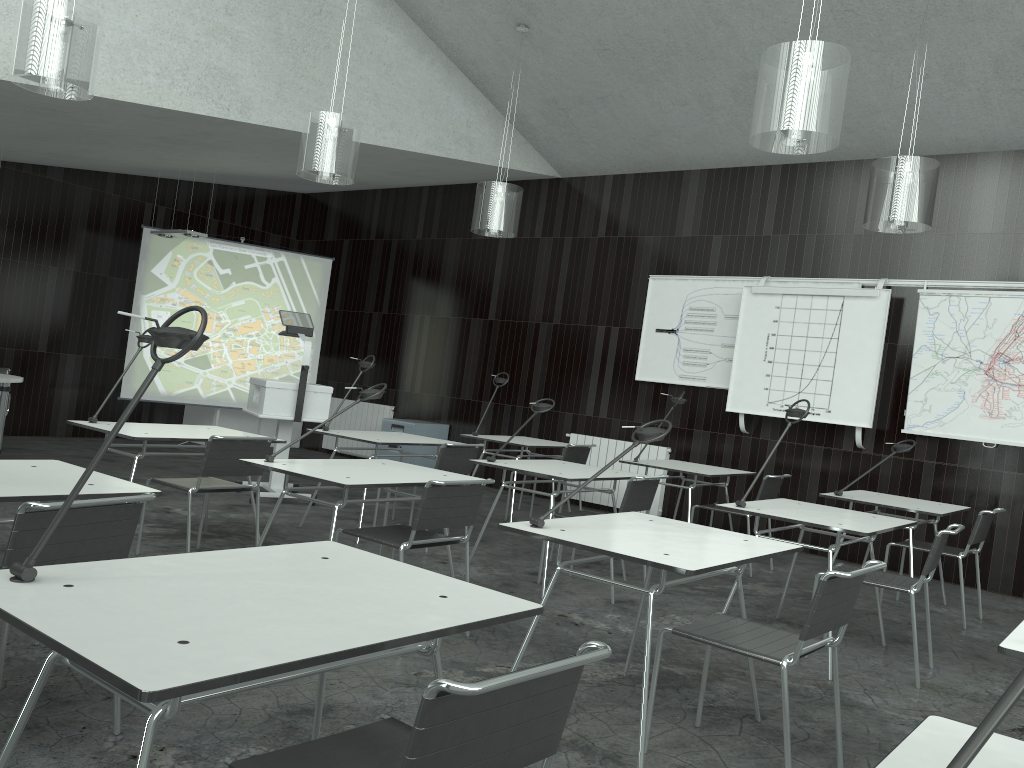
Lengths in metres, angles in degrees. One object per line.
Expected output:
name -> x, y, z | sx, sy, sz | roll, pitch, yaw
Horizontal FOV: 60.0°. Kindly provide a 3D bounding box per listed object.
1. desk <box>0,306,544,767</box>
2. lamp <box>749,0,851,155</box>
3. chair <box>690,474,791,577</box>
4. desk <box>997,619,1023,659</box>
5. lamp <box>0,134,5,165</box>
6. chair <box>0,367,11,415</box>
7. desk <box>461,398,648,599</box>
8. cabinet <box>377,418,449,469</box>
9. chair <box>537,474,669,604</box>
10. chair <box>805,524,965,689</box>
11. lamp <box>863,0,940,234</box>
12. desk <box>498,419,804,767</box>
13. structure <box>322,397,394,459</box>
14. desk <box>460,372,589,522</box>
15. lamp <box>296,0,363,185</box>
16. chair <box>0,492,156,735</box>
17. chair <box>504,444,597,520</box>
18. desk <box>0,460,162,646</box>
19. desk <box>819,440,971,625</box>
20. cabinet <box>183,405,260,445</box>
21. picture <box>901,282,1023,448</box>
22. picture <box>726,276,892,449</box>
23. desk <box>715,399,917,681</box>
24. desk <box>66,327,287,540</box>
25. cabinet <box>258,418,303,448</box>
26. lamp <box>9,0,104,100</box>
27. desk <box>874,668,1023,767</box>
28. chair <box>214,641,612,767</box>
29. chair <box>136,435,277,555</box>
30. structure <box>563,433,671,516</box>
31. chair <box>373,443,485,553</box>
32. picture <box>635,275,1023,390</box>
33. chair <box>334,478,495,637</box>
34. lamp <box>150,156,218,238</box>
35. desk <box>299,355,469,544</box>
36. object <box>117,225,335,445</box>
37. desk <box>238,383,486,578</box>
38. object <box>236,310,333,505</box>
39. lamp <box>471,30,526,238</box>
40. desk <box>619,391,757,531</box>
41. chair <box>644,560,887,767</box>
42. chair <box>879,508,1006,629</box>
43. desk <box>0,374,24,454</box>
desk -> -0.481, 0.508, 1.727 | 0.700, 1.321, 0.900 | 7, 0, 38
lamp -> 1.321, -2.264, 3.704 | 0.359, 2.307, 0.350 | 7, 0, 37
chair -> 1.594, 1.047, 6.238 | 0.555, 0.765, 0.428 | 7, 0, 36
desk -> 1.616, 0.775, 2.115 | 0.700, 1.321, 0.900 | 7, 0, 37
lamp -> -3.908, -3.422, 6.714 | 0.600, 3.595, 0.212 | 7, 0, 37
chair -> -4.525, 0.240, 7.311 | 0.560, 0.825, 0.587 | 7, 0, -14
desk -> 0.276, 0.687, 5.164 | 0.700, 1.153, 0.900 | 7, 0, 37
cabinet -> -1.066, 0.770, 9.546 | 0.502, 0.648, 0.598 | 7, 0, 37
chair -> 0.519, 0.911, 5.011 | 0.555, 0.765, 0.428 | 7, 0, 34
chair -> 1.727, 1.065, 4.108 | 0.555, 0.765, 0.428 | 7, 0, 33
lamp -> 2.301, -1.865, 5.048 | 0.359, 1.761, 0.350 | 7, 0, 37
desk -> 0.477, 0.714, 3.011 | 0.700, 1.153, 0.900 | 7, 0, 38
structure -> -1.844, 0.569, 10.470 | 1.129, 0.688, 0.079 | 7, 0, 37
desk -> 0.106, 0.579, 7.329 | 0.700, 1.321, 0.900 | 7, 0, 37
lamp -> -1.009, -2.562, 5.492 | 0.359, 2.307, 0.350 | 7, 0, 37
chair -> -1.343, 0.676, 2.399 | 0.555, 0.765, 0.428 | 7, 0, 25
chair -> 0.316, 0.884, 7.162 | 0.555, 0.765, 0.428 | 7, 0, 35
desk -> -1.643, 0.444, 2.607 | 0.700, 1.153, 0.900 | 7, 0, 37
desk -> 2.398, 0.957, 5.564 | 0.700, 1.153, 0.900 | 7, 0, 37
cabinet -> -3.395, 0.143, 10.505 | 0.587, 1.285, 0.639 | 7, 0, 37
picture -> 3.529, -0.156, 6.421 | 1.211, 1.342, 0.163 | 7, 0, 37
picture -> 2.410, -0.239, 7.224 | 1.191, 1.508, 0.254 | 7, 0, 37
desk -> 1.485, 0.757, 4.304 | 0.700, 1.321, 0.900 | 7, 0, 37
desk -> -1.796, 0.339, 4.777 | 0.700, 1.321, 0.900 | 7, 0, 38
cabinet -> -3.006, 0.192, 11.020 | 0.587, 1.285, 0.639 | 7, 0, 37
lamp -> -1.980, -2.957, 4.161 | 0.359, 2.848, 0.350 | 7, 0, 37
desk -> 0.665, 0.739, 0.877 | 0.700, 1.153, 0.900 | 7, 0, 38
chair -> -0.198, 0.822, 1.510 | 0.555, 0.765, 0.428 | 7, 0, 41
chair -> -1.578, 0.645, 4.595 | 0.555, 0.765, 0.428 | 7, 0, 36
structure -> 0.942, 0.925, 8.333 | 1.129, 0.688, 0.079 | 7, 0, 37
chair -> -0.545, 0.775, 5.805 | 0.555, 0.765, 0.428 | 7, 0, 35
picture -> 2.718, -0.396, 7.141 | 3.818, 1.102, 0.050 | 7, 0, 37
chair -> -0.437, 0.790, 3.791 | 0.555, 0.765, 0.428 | 7, 0, 37
lamp -> -2.835, -3.287, 8.136 | 0.600, 3.595, 0.212 | 7, 0, 37
desk -> -0.842, 0.459, 6.058 | 0.700, 1.321, 0.900 | 7, 0, 37
object -> -3.033, -0.468, 9.526 | 2.051, 2.602, 0.673 | 7, 0, -28
desk -> -0.655, 0.569, 3.960 | 0.700, 1.153, 0.900 | 7, 0, 37
object -> -1.739, 0.184, 6.901 | 0.559, 1.639, 0.680 | 7, 0, -29
lamp -> -0.030, -2.163, 6.836 | 0.359, 1.761, 0.350 | 7, 0, 37
desk -> 1.290, 0.730, 6.483 | 0.700, 1.321, 0.900 | 7, 0, 36
chair -> 0.782, 0.946, 2.754 | 0.555, 0.765, 0.428 | 7, 0, 39
chair -> 2.616, 1.178, 5.394 | 0.555, 0.765, 0.428 | 7, 0, 40
desk -> -4.135, 0.294, 5.962 | 0.910, 0.818, 1.600 | 7, 0, 32
